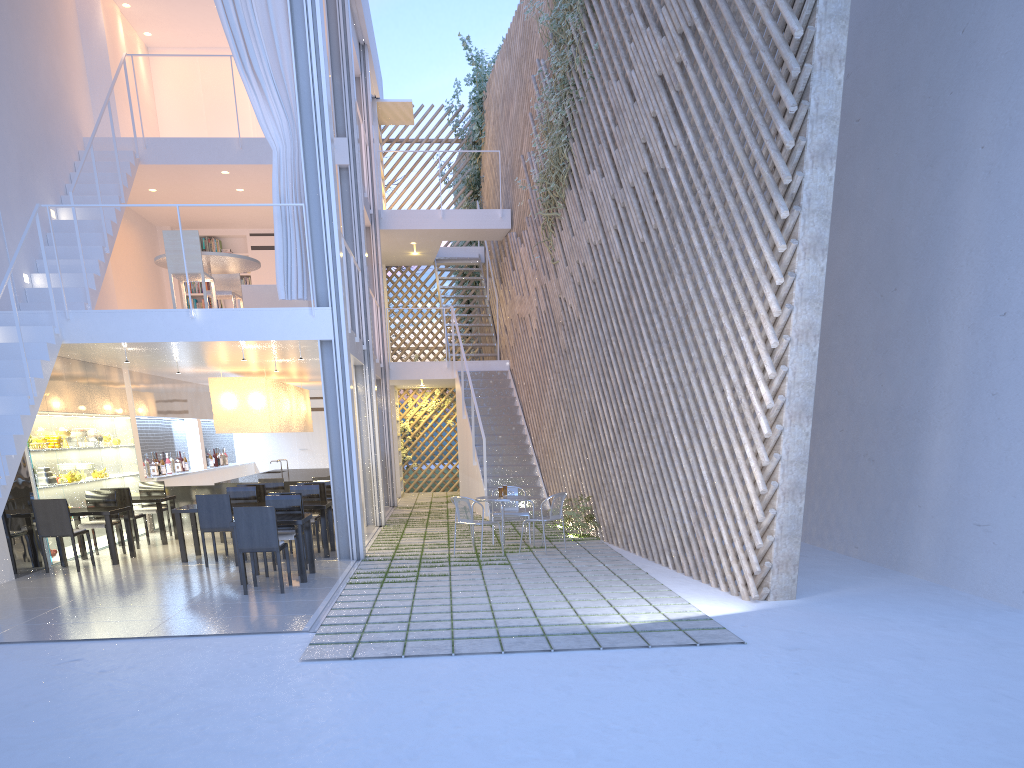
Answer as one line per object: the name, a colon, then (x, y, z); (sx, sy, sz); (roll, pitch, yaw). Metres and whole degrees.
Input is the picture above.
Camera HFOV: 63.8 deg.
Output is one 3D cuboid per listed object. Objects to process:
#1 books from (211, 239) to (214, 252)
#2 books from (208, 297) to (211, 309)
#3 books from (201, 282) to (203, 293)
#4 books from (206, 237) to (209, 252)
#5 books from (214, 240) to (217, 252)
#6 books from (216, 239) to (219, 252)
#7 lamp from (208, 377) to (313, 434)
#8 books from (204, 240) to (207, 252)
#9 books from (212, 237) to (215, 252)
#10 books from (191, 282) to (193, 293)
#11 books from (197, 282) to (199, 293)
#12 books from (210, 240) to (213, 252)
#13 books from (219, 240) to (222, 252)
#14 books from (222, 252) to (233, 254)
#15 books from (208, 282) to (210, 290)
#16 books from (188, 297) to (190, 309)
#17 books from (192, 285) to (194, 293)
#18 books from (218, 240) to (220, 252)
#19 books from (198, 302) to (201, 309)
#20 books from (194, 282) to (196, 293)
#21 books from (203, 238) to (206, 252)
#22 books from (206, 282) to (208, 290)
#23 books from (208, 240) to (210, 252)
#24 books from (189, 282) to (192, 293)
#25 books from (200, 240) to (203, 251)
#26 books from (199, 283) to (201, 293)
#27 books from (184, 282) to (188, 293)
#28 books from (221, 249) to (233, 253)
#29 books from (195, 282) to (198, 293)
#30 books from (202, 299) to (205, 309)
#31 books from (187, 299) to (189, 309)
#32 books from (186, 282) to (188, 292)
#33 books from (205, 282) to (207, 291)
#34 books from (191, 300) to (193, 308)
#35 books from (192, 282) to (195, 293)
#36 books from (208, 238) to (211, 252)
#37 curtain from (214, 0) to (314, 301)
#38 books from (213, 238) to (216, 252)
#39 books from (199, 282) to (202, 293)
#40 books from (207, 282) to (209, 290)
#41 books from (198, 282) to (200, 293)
books: (-2.822, -1.292, 7.790); (0.005, 0.138, 0.088); (-3, 11, -5)
books: (-2.912, -0.762, 7.948); (0.011, 0.164, 0.076); (-3, 13, -5)
books: (-2.961, -0.928, 7.900); (0.021, 0.140, 0.064); (-3, 13, -5)
books: (-2.870, -1.303, 7.787); (0.015, 0.163, 0.080); (-3, 13, -5)
books: (-2.793, -1.290, 7.794); (0.015, 0.133, 0.086); (-3, 11, -5)
books: (-2.777, -1.293, 7.793); (0.015, 0.138, 0.088); (-3, 11, -5)
lamp: (-2.257, 0.231, 7.630); (0.448, 0.445, 2.191); (-2, -2, -5)
books: (-2.885, -1.289, 7.789); (0.015, 0.135, 0.082); (-3, 11, -5)
books: (-2.815, -1.300, 7.790); (0.009, 0.156, 0.083); (-3, 12, -5)
books: (-3.058, -0.923, 7.883); (0.006, 0.132, 0.088); (-3, 11, -5)
books: (-3.000, -0.939, 7.886); (0.015, 0.163, 0.080); (-3, 13, -5)
books: (-2.835, -1.287, 7.795); (0.018, 0.130, 0.079); (-3, 11, -5)
books: (-2.761, -1.292, 7.805); (0.006, 0.138, 0.066); (-3, 13, -5)
books: (-2.708, -1.239, 7.826); (0.094, 0.022, 0.060); (-1, -1, -4)
books: (-2.898, -0.937, 7.894); (0.011, 0.155, 0.079); (-3, 13, -5)
books: (-3.099, -0.753, 7.934); (0.015, 0.152, 0.082); (-3, 12, -5)
books: (-3.052, -0.921, 7.890); (0.006, 0.128, 0.075); (-3, 12, -5)
books: (-2.767, -1.289, 7.797); (0.006, 0.129, 0.083); (-3, 11, -5)
books: (-3.008, -0.732, 7.959); (0.021, 0.106, 0.058); (-3, 12, -5)
books: (-3.030, -0.933, 7.889); (0.015, 0.152, 0.072); (-3, 13, -5)
books: (-2.906, -1.297, 7.790); (0.027, 0.153, 0.072); (-3, 13, -5)
books: (-2.917, -0.937, 7.891); (0.009, 0.156, 0.083); (-3, 12, -5)
books: (-2.859, -1.286, 7.795); (0.006, 0.128, 0.075); (-3, 12, -5)
books: (-3.071, -0.923, 7.883); (0.021, 0.132, 0.085); (-3, 11, -5)
books: (-2.945, -1.297, 7.785); (0.024, 0.155, 0.077); (-3, 13, -5)
books: (-2.982, -0.930, 7.886); (0.008, 0.144, 0.088); (-3, 11, -5)
books: (-3.110, -0.925, 7.878); (0.015, 0.138, 0.088); (-3, 11, -5)
books: (-2.706, -1.262, 7.815); (0.094, 0.022, 0.060); (-1, -1, 1)
books: (-3.015, -0.925, 7.888); (0.015, 0.135, 0.082); (-3, 11, -5)
books: (-2.966, -0.746, 7.944); (0.021, 0.132, 0.085); (-3, 11, -5)
books: (-3.109, -0.743, 7.934); (0.006, 0.132, 0.088); (-3, 11, -5)
books: (-3.096, -0.932, 7.880); (0.015, 0.152, 0.082); (-3, 12, -5)
books: (-2.926, -0.934, 7.892); (0.010, 0.151, 0.082); (-3, 12, -5)
books: (-3.072, -0.743, 7.939); (0.006, 0.129, 0.083); (-3, 11, -5)
books: (-3.043, -0.938, 7.885); (0.011, 0.164, 0.076); (-3, 13, -5)
books: (-2.850, -1.297, 7.789); (0.010, 0.151, 0.082); (-3, 12, -5)
curtain: (-1.380, -1.709, 4.252); (0.515, 2.593, 0.088); (-3, 17, -6)
books: (-2.805, -1.295, 7.790); (0.008, 0.144, 0.088); (-3, 11, -5)
books: (-2.974, -0.928, 7.887); (0.007, 0.138, 0.088); (-3, 11, -5)
books: (-2.908, -0.937, 7.895); (0.008, 0.155, 0.077); (-3, 13, -5)
books: (-2.989, -0.927, 7.886); (0.005, 0.138, 0.088); (-3, 11, -5)
